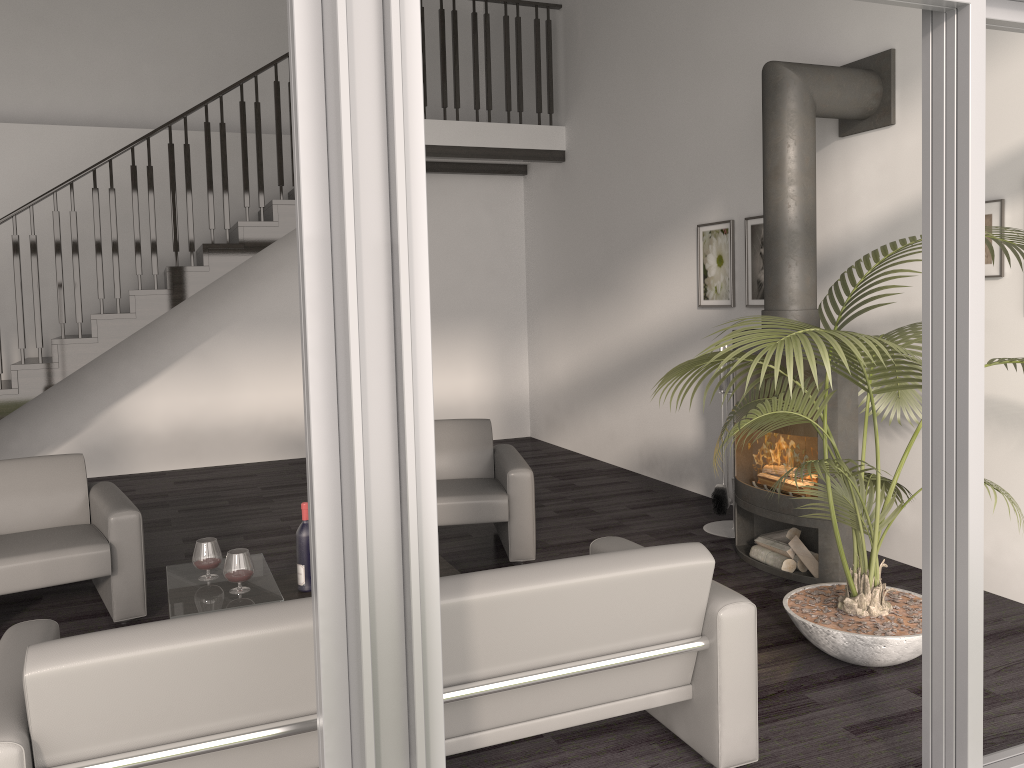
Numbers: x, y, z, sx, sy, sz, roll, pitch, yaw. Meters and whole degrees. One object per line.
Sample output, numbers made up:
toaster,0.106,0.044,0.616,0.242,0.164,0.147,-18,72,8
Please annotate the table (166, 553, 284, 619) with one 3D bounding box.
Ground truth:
table,-1.161,0.963,3.565,0.400,0.341,0.682,-4,6,-22

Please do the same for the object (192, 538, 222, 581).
object,-1.240,0.712,3.607,0.116,0.155,0.116,-3,4,-13

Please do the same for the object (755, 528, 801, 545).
object,1.441,0.845,4.798,0.104,0.191,0.306,-3,5,-21

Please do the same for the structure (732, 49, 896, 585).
structure,1.773,-0.396,4.744,1.117,2.668,0.819,-3,4,-22

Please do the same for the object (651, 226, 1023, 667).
object,1.258,0.244,3.539,2.121,1.662,1.721,-4,5,-27

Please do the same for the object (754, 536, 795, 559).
object,1.392,0.865,4.683,0.073,0.068,0.258,-4,6,-23

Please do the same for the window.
window,-1.795,-0.336,1.093,9.752,3.463,0.386,-4,4,-22

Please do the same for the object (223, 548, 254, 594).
object,-1.058,0.724,3.433,0.116,0.155,0.116,-4,5,-31

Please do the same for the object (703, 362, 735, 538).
object,1.358,0.329,5.383,0.400,1.123,0.401,0,4,27

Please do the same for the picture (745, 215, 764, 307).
picture,1.594,-0.769,5.556,0.026,0.576,0.394,-3,4,-22

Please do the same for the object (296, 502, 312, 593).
object,-0.862,0.682,3.724,0.093,0.370,0.093,-3,4,-23

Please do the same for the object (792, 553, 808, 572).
object,1.452,0.912,4.668,0.085,0.086,0.266,-3,6,-21

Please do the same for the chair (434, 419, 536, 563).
chair,-0.393,0.611,5.096,0.963,0.715,0.912,-2,5,-7

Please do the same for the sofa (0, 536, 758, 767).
sofa,-0.390,0.849,2.681,2.116,0.715,0.903,-4,5,-22

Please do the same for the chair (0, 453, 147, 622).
chair,-2.295,0.757,4.153,0.964,0.715,0.911,-5,6,-32

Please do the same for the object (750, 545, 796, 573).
object,1.365,0.917,4.645,0.092,0.082,0.267,-3,6,-21

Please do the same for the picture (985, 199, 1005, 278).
picture,2.172,-0.673,4.150,0.015,0.351,0.289,-3,5,-22

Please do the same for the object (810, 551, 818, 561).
object,1.523,0.906,4.713,0.085,0.083,0.277,-3,6,-21

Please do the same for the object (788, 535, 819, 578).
object,1.508,0.877,4.485,0.072,0.186,0.254,-3,5,-21

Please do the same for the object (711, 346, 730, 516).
object,1.246,0.286,5.314,0.078,1.018,0.167,0,4,29

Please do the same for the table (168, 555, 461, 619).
table,-0.790,0.992,3.720,1.201,0.249,0.601,-4,6,-22

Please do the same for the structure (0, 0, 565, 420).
structure,-2.240,-1.275,7.587,6.347,4.085,1.002,-4,4,-22

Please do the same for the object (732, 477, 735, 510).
object,1.393,0.299,5.307,0.145,1.050,0.075,0,4,29

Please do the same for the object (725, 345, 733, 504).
object,1.311,0.251,5.461,0.116,0.981,0.042,2,5,43

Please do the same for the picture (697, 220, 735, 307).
picture,1.390,-0.813,6.051,0.026,0.576,0.394,-3,4,-22
